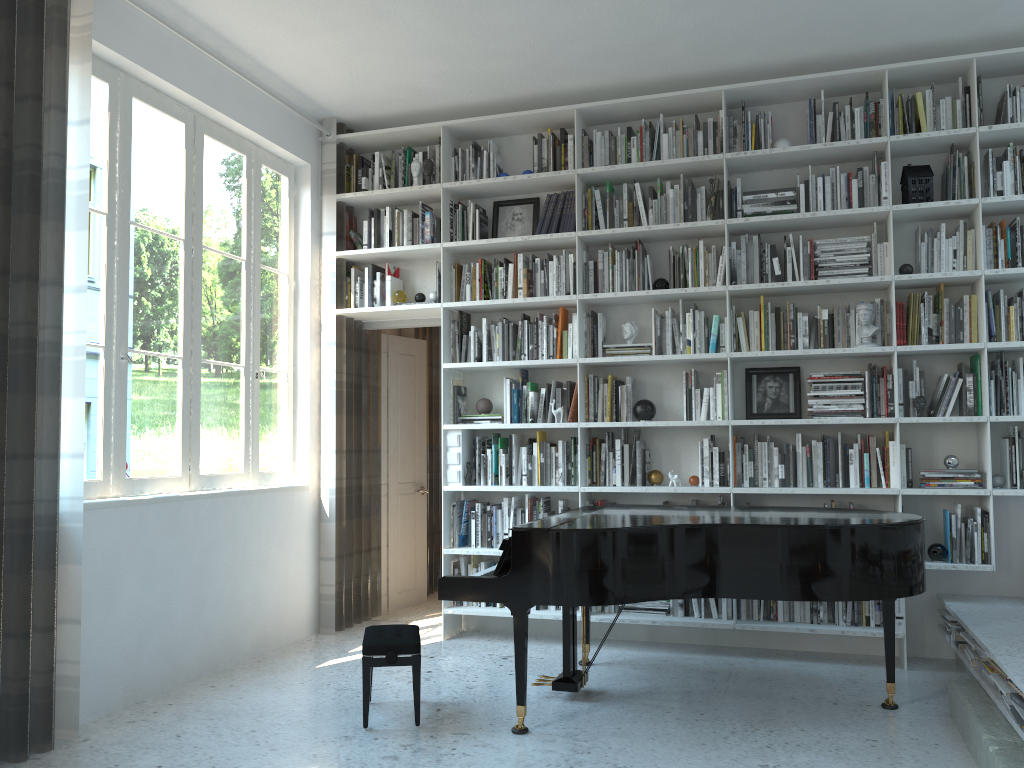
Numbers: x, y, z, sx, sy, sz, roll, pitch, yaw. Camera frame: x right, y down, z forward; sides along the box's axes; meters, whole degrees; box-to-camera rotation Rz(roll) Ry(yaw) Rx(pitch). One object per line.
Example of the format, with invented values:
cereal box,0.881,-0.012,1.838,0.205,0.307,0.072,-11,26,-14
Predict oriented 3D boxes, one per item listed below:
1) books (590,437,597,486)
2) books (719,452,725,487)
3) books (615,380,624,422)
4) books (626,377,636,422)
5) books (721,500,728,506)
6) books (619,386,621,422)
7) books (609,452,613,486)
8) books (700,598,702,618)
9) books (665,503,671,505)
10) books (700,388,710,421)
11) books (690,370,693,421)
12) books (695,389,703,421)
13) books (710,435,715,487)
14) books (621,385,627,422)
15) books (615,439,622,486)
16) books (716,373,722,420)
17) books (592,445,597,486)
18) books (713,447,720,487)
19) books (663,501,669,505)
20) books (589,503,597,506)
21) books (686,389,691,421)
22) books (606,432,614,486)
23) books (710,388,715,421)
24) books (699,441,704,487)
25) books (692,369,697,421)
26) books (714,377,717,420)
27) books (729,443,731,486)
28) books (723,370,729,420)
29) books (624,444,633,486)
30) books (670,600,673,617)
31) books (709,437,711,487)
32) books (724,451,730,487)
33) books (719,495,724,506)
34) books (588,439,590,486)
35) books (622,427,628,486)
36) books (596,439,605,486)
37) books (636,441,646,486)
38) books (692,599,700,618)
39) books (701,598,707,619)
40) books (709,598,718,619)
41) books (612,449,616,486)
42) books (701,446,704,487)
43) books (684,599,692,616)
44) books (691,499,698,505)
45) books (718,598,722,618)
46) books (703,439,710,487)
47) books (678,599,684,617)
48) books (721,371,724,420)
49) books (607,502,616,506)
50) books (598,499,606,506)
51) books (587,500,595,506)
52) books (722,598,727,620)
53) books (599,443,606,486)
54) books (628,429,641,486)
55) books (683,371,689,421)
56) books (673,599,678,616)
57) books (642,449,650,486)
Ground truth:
books,0.483,0.457,5.229,0.013,0.283,0.146,-1,-4,18
books,1.193,0.481,5.018,0.031,0.194,0.142,-2,-4,18
books,0.637,0.106,5.219,0.028,0.247,0.142,-1,-4,18
books,0.698,0.094,5.191,0.028,0.265,0.144,-1,-4,18
books,1.198,0.804,4.986,0.021,0.289,0.160,-1,-4,18
books,0.649,0.124,5.193,0.011,0.208,0.180,-1,-4,18
books,0.594,0.497,5.192,0.024,0.196,0.157,-1,-4,18
books,1.071,1.185,4.993,0.011,0.232,0.174,-1,-4,18
books,0.895,0.823,5.081,0.012,0.270,0.142,-1,-4,18
books,1.106,0.120,5.045,0.057,0.188,0.156,-2,-4,18
books,1.037,0.071,5.083,0.011,0.291,0.156,-1,-4,18
books,1.070,0.125,5.073,0.030,0.182,0.154,-2,-4,18
books,1.141,0.433,5.026,0.014,0.290,0.132,-1,-4,18
books,0.667,0.119,5.184,0.028,0.216,0.175,-1,-4,18
books,0.637,0.458,5.172,0.027,0.269,0.185,-1,-4,18
books,1.180,0.077,5.024,0.027,0.269,0.178,-1,-4,18
books,0.503,0.478,5.218,0.030,0.239,0.157,-1,-4,18
books,1.159,0.467,5.009,0.029,0.220,0.153,-1,-4,18
books,0.885,0.816,5.089,0.012,0.285,0.159,-1,-4,18
books,0.482,0.838,5.221,0.023,0.266,0.134,-1,-4,18
books,1.017,0.124,5.074,0.025,0.186,0.154,-1,-4,18
books,0.574,0.438,5.196,0.014,0.313,0.166,-1,-4,18
books,1.146,0.119,5.037,0.024,0.188,0.172,-1,-4,18
books,1.079,0.454,5.045,0.012,0.254,0.161,-1,-4,18
books,1.047,0.067,5.076,0.012,0.298,0.166,-1,-4,18
books,1.160,0.090,5.023,0.012,0.244,0.171,-1,-4,18
books,1.243,0.457,5.017,0.019,0.242,0.107,-1,-4,18
books,1.212,0.070,5.008,0.021,0.281,0.162,-1,-4,18
books,0.681,0.473,5.176,0.029,0.240,0.135,-1,-4,18
books,0.917,1.179,5.042,0.012,0.254,0.161,-1,-4,18
books,1.131,0.441,5.033,0.010,0.277,0.155,-1,-4,18
books,1.215,0.476,4.997,0.024,0.201,0.158,-1,-4,18
books,1.178,0.789,4.983,0.013,0.320,0.173,-1,-4,18
books,0.474,0.461,5.242,0.013,0.275,0.147,-1,-4,18
books,0.663,0.425,5.192,0.013,0.338,0.138,-1,-4,18
books,0.520,0.460,5.205,0.012,0.272,0.181,-1,-4,18
books,0.749,0.459,5.136,0.027,0.261,0.163,-1,-4,18
books,1.036,1.176,5.008,0.062,0.253,0.178,-2,-4,18
books,1.079,1.163,4.984,0.012,0.274,0.180,-1,-4,18
books,1.124,1.162,4.983,0.073,0.275,0.181,-2,-4,18
books,0.615,0.486,5.181,0.021,0.215,0.172,-1,-4,18
books,1.095,0.468,5.047,0.015,0.225,0.148,-1,-4,18
books,0.998,1.186,5.031,0.028,0.237,0.136,-1,-4,18
books,1.043,0.808,5.049,0.025,0.294,0.134,-1,-4,18
books,1.175,1.170,4.980,0.025,0.259,0.132,-1,-4,18
books,1.109,0.444,5.025,0.027,0.269,0.159,-1,-4,18
books,0.967,1.204,5.028,0.029,0.202,0.178,-2,-4,18
books,1.196,0.071,5.010,0.011,0.279,0.187,-1,-4,18
books,0.583,0.832,5.192,0.026,0.273,0.146,-1,-4,18
books,0.531,0.826,5.201,0.013,0.287,0.161,-1,-4,18
books,0.465,0.829,5.226,0.012,0.285,0.159,-1,-4,18
books,1.189,1.167,4.943,0.024,0.260,0.189,-1,-4,18
books,0.548,0.472,5.204,0.042,0.248,0.162,-2,-4,18
books,0.713,0.427,5.151,0.050,0.328,0.166,-2,-4,18
books,1.000,0.075,5.087,0.012,0.285,0.159,-1,-4,18
books,0.942,1.174,5.051,0.031,0.265,0.144,-1,-4,18
books,0.777,0.484,5.141,0.023,0.212,0.160,-1,-4,18
